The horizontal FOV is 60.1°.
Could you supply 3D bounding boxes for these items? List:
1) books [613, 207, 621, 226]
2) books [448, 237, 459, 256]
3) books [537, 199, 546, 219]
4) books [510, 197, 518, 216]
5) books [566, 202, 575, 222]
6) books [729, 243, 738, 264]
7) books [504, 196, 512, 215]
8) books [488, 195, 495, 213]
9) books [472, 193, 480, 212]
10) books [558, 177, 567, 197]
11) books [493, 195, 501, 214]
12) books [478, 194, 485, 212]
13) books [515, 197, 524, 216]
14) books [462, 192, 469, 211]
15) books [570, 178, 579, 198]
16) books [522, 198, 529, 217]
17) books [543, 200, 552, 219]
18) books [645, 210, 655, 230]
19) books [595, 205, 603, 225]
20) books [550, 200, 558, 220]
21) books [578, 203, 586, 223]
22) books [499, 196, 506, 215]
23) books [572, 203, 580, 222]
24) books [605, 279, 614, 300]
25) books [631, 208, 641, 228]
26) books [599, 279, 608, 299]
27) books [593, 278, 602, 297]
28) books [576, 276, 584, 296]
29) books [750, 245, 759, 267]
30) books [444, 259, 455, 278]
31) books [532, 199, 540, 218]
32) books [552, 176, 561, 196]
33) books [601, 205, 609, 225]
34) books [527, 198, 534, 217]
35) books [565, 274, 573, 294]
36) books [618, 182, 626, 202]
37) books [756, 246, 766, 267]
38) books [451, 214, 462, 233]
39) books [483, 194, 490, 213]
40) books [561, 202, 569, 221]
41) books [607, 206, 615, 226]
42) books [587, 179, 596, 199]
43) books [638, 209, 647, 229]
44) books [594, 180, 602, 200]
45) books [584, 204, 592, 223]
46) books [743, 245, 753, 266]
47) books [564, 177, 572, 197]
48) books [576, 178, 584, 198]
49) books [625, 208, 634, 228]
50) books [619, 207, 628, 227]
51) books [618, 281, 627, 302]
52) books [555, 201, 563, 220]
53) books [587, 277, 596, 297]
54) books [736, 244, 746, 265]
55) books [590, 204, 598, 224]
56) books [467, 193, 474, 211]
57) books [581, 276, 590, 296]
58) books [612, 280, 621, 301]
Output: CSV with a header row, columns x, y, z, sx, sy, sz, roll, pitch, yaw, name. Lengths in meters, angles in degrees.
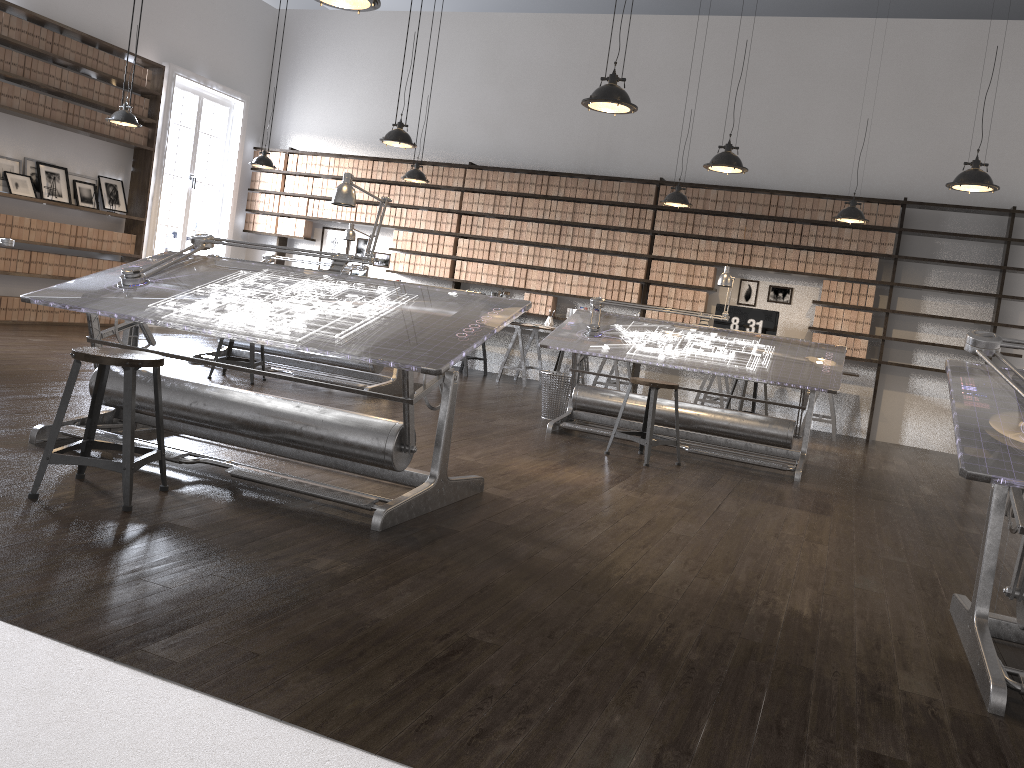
x,y,z,sx,sy,sz,roll,pitch,yaw,name
1.201,-1.872,9.975,0.067,0.225,0.174,9,4,21,books
-0.697,-1.654,10.692,0.067,0.225,0.174,9,4,20,books
0.369,-2.018,10.289,0.067,0.225,0.174,9,4,20,books
0.047,-2.076,10.420,0.067,0.225,0.174,9,4,21,books
0.691,-1.961,10.165,0.067,0.225,0.174,9,4,21,books
2.387,-1.391,9.511,0.067,0.225,0.174,9,4,20,books
-0.020,-2.087,10.441,0.067,0.225,0.174,9,4,21,books
-0.214,-2.121,10.513,0.067,0.225,0.174,9,4,21,books
-0.400,-2.154,10.586,0.067,0.225,0.174,9,4,21,books
0.604,-2.258,10.205,0.067,0.225,0.174,9,4,20,books
-0.149,-2.110,10.495,0.067,0.225,0.174,9,4,20,books
-0.332,-2.142,10.562,0.067,0.225,0.174,9,4,20,books
0.115,-2.063,10.388,0.067,0.225,0.174,9,4,20,books
-0.527,-2.177,10.641,0.067,0.225,0.174,9,4,20,books
0.734,-2.235,10.158,0.067,0.225,0.174,9,4,21,books
0.185,-2.051,10.367,0.067,0.225,0.174,9,4,21,books
0.437,-2.007,10.266,0.067,0.225,0.174,9,4,20,books
1.540,-1.812,9.843,0.067,0.225,0.174,9,4,21,books
1.011,-1.905,10.047,0.067,0.225,0.174,9,4,21,books
0.505,-1.994,10.238,0.067,0.225,0.174,9,4,21,books
0.822,-1.939,10.120,0.067,0.225,0.174,9,4,21,books
-0.084,-2.099,10.470,0.067,0.225,0.174,9,4,20,books
0.758,-1.950,10.147,0.067,0.225,0.174,9,4,21,books
1.123,-1.060,9.996,0.067,0.225,0.174,9,4,20,books
1.400,-1.837,9.893,0.067,0.225,0.174,9,4,21,books
1.055,-1.072,10.017,0.067,0.225,0.174,9,4,20,books
0.991,-1.084,10.046,0.067,0.225,0.174,9,4,21,books
0.801,-1.117,10.117,0.067,0.225,0.174,9,4,21,books
2.592,-1.355,9.437,0.067,0.225,0.174,9,4,20,books
-0.738,-1.388,10.706,0.067,0.225,0.174,9,4,20,books
0.302,-2.030,10.315,0.067,0.225,0.174,9,4,21,books
0.536,-2.269,10.228,0.067,0.225,0.174,9,4,20,books
1.072,-1.894,10.019,0.067,0.225,0.174,9,4,20,books
0.245,-2.041,10.341,0.067,0.225,0.174,9,4,20,books
0.675,-1.139,10.162,0.067,0.225,0.174,9,4,20,books
1.255,-2.143,9.955,0.067,0.225,0.174,9,4,20,books
2.651,-1.344,9.408,0.067,0.225,0.174,9,4,20,books
-0.659,-1.929,10.688,0.067,0.225,0.174,9,4,21,books
-0.274,-2.132,10.541,0.067,0.225,0.174,9,4,20,books
0.631,-1.973,10.193,0.067,0.225,0.174,9,4,20,books
1.136,-1.884,10.000,0.067,0.225,0.174,9,4,21,books
0.926,-2.200,10.078,0.067,0.225,0.174,9,4,21,books
1.470,-1.825,9.872,0.067,0.225,0.174,9,4,20,books
0.994,-2.189,10.055,0.067,0.225,0.174,9,4,21,books
0.885,-1.927,10.092,0.067,0.225,0.174,9,4,20,books
2.522,-1.367,9.458,0.067,0.225,0.174,9,4,21,books
0.670,-2.246,10.184,0.067,0.225,0.174,9,4,21,books
0.802,-2.223,10.130,0.067,0.225,0.174,9,4,21,books
1.333,-1.849,9.925,0.067,0.225,0.174,9,4,20,books
1.265,-1.860,9.946,0.067,0.225,0.174,9,4,20,books
1.260,-1.036,9.943,0.067,0.225,0.174,9,4,20,books
0.572,-1.983,10.214,0.067,0.225,0.174,9,4,20,books
0.926,-1.095,10.071,0.067,0.225,0.174,9,4,21,books
2.455,-1.379,9.490,0.067,0.225,0.174,9,4,20,books
0.953,-1.916,10.068,0.067,0.225,0.174,9,4,21,books
-0.463,-2.165,10.615,0.067,0.225,0.174,9,4,20,books
0.862,-1.106,10.089,0.067,0.225,0.174,9,4,20,books
1.190,-1.048,9.964,0.067,0.225,0.174,9,4,21,books
